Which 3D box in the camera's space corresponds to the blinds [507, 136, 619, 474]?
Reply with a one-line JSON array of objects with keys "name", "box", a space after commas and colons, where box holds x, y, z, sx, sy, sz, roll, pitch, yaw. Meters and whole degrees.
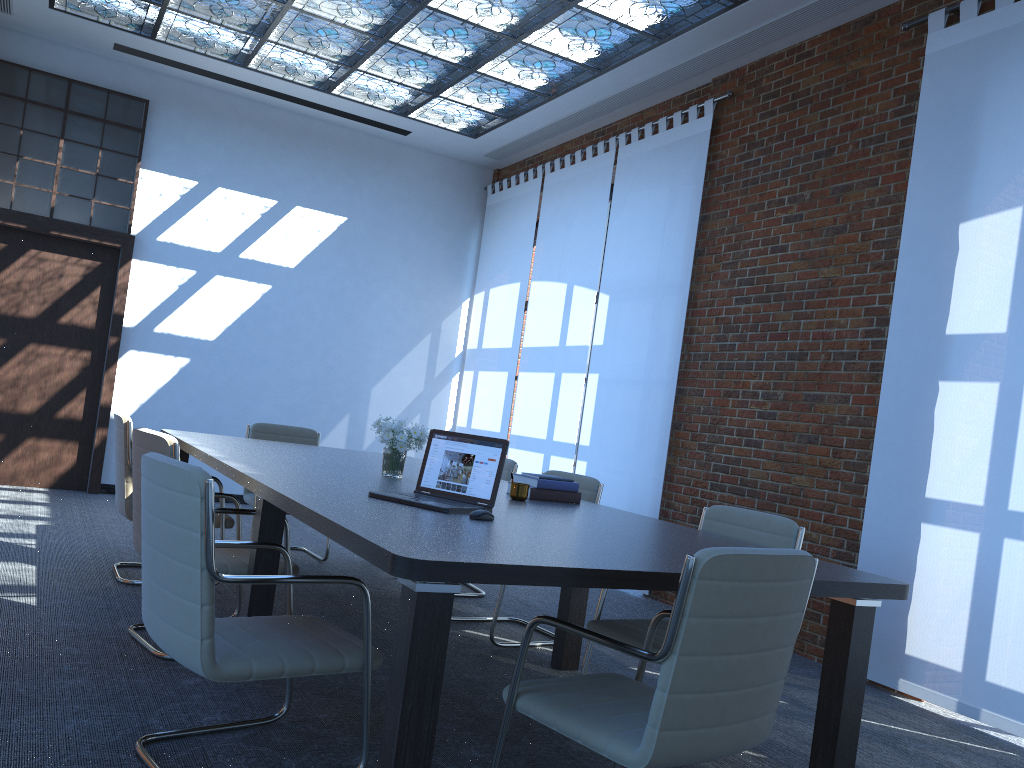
[{"name": "blinds", "box": [0.382, -0.326, 8.270, 0.040, 3.755, 1.216, 8, -1, -28]}]

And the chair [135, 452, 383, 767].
[{"name": "chair", "box": [-0.792, 0.710, 2.726, 0.708, 0.922, 0.559, 9, -2, -40]}]

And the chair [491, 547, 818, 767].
[{"name": "chair", "box": [0.378, 0.858, 2.493, 0.561, 0.922, 0.705, 9, -2, -39]}]

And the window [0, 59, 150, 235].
[{"name": "window", "box": [-4.060, -2.102, 7.969, 1.332, 1.291, 0.059, 9, -1, -28]}]

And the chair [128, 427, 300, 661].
[{"name": "chair", "box": [-1.346, 0.694, 3.955, 0.708, 0.922, 0.559, 9, -2, -40]}]

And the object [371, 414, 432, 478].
[{"name": "object", "box": [-0.575, 0.317, 4.488, 0.329, 0.309, 0.336, 8, -2, -18]}]

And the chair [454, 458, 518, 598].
[{"name": "chair", "box": [-0.413, 0.919, 5.980, 0.708, 0.922, 0.559, 8, -1, -25]}]

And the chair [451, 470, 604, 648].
[{"name": "chair", "box": [0.040, 0.930, 4.928, 0.708, 0.922, 0.559, 9, -1, -35]}]

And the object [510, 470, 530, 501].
[{"name": "object", "box": [0.038, 0.466, 4.094, 0.091, 0.142, 0.091, 7, -1, 39]}]

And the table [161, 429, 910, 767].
[{"name": "table", "box": [-0.580, 0.878, 4.425, 1.814, 0.809, 4.497, 9, -3, -28]}]

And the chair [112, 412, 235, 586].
[{"name": "chair", "box": [-1.994, 0.664, 5.159, 0.708, 0.922, 0.559, 8, -1, -28]}]

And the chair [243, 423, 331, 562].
[{"name": "chair", "box": [-1.620, 0.774, 6.390, 0.561, 0.922, 0.705, 8, -1, -28]}]

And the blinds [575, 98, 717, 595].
[{"name": "blinds", "box": [0.981, -0.298, 7.157, 0.040, 3.755, 1.216, 8, -1, -28]}]

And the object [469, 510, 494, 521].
[{"name": "object", "box": [-0.105, 0.453, 3.071, 0.059, 0.034, 0.101, 6, -3, 42]}]

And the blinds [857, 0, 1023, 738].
[{"name": "blinds", "box": [2.438, -0.230, 4.447, 0.040, 3.755, 1.312, 8, -1, -28]}]

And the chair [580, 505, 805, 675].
[{"name": "chair", "box": [0.725, 0.962, 3.653, 0.708, 0.922, 0.559, 9, -1, -33]}]

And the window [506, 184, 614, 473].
[{"name": "window", "box": [2.231, -0.077, 5.959, 0.160, 3.605, 9.607, 8, -2, -28]}]

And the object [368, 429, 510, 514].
[{"name": "object", "box": [-0.276, 0.318, 3.344, 0.389, 0.282, 0.324, 6, -2, 35]}]

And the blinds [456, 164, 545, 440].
[{"name": "blinds", "box": [-0.222, -0.354, 9.393, 0.040, 3.755, 1.216, 8, -1, -28]}]

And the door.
[{"name": "door", "box": [-4.331, -0.279, 8.006, 1.403, 2.434, 0.200, 8, -1, -28]}]

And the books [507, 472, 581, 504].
[{"name": "books", "box": [0.159, 0.511, 4.396, 0.295, 0.115, 0.254, 9, -3, -30]}]
